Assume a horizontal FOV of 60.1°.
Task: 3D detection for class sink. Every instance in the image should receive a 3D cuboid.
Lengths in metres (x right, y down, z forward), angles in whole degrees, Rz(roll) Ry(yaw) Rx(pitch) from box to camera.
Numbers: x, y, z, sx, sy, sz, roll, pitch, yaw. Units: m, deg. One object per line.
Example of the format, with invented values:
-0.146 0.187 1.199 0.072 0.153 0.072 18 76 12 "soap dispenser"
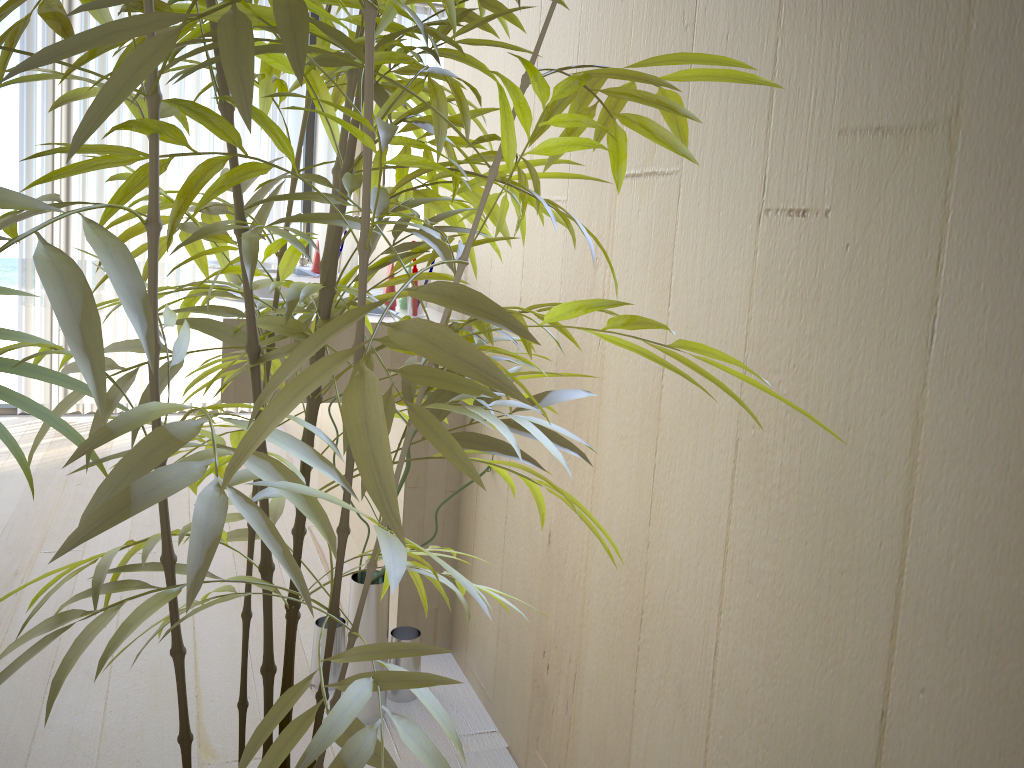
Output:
-0.995 -0.483 3.522 0.504 0.416 0.578 1 9 -18 "sink"
-0.572 -0.258 2.403 0.504 0.416 0.578 1 9 -18 "sink"

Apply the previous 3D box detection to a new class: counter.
-0.568 0.144 2.499 0.550 0.785 1.215 1 9 -21 "counter"
-0.991 -0.081 3.618 0.550 0.785 1.215 1 9 -21 "counter"

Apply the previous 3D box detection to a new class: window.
-2.992 -1.192 3.236 4.558 2.794 0.751 0 8 -21 "window"

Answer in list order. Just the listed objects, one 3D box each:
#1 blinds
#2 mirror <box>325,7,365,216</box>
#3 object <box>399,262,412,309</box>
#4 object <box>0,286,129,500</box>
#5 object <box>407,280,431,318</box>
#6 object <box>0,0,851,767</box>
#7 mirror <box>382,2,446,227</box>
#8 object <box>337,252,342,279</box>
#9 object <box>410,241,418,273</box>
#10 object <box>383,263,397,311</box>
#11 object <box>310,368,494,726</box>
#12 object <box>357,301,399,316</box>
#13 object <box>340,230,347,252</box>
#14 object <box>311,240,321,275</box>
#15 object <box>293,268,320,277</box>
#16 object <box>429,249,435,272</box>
-1.571 -0.887 4.031 1.182 2.056 0.084 1 7 -21 "blinds"
-0.662 -1.083 3.509 0.023 0.862 0.658 1 8 -21 "mirror"
-0.266 -0.255 2.250 0.039 0.134 0.039 6 7 20 "object"
-0.860 0.260 0.540 0.917 1.149 0.755 6 8 12 "object"
-0.221 -0.204 2.077 0.058 0.099 0.059 3 8 -11 "object"
-0.156 -0.028 0.813 0.787 1.744 0.942 4 7 4 "object"
-0.273 -0.889 2.558 0.023 0.862 0.658 1 8 -21 "mirror"
-0.644 -0.429 3.195 0.058 0.099 0.059 2 8 -14 "object"
-0.227 -0.242 2.044 0.012 0.177 0.050 6 7 18 "object"
-0.295 -0.238 2.140 0.039 0.134 0.039 6 7 20 "object"
-0.203 0.298 1.858 0.407 0.744 0.276 -1 8 -33 "object"
-0.316 -0.177 2.068 0.105 0.029 0.033 7 9 19 "object"
-0.626 -0.468 3.189 0.054 0.174 0.012 4 7 4 "object"
-0.718 -0.463 3.259 0.039 0.134 0.039 8 8 27 "object"
-0.739 -0.402 3.186 0.105 0.029 0.033 7 9 19 "object"
-0.202 -0.243 2.071 0.054 0.174 0.012 4 7 4 "object"
